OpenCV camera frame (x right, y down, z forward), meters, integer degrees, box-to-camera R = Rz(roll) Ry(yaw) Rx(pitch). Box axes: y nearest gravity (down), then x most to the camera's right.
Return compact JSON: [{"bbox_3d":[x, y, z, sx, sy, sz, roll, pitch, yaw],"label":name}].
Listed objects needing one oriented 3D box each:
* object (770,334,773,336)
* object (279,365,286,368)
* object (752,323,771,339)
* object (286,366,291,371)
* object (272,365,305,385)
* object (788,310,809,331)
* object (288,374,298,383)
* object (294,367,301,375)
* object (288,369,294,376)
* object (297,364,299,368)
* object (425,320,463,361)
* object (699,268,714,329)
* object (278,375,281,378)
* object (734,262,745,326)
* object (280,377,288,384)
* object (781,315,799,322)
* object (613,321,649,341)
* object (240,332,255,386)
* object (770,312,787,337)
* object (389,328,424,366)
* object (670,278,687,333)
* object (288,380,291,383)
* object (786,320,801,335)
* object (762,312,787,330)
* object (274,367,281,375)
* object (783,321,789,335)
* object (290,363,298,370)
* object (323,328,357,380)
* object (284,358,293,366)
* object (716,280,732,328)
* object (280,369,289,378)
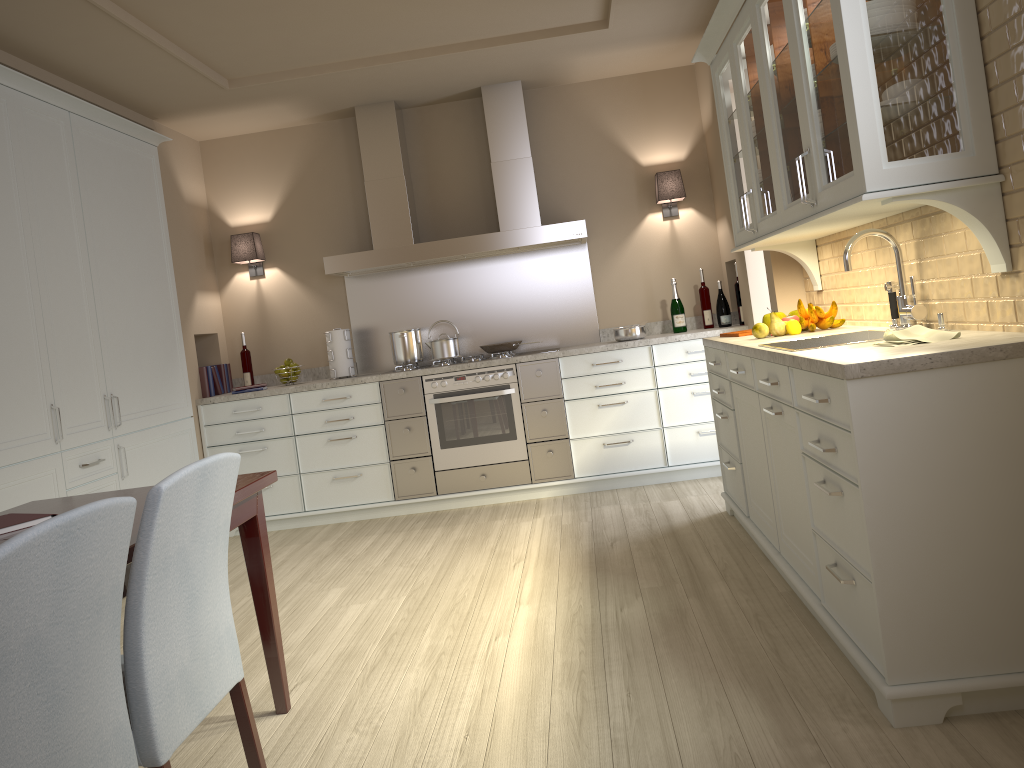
[{"bbox_3d":[1.055,-0.202,3.582,0.041,0.013,0.148,-5,5,33],"label":"object"},{"bbox_3d":[-1.413,-0.096,5.451,0.044,0.043,0.040,-7,2,19],"label":"object"},{"bbox_3d":[0.983,-0.211,3.491,0.066,0.063,0.095,-7,3,23],"label":"object"},{"bbox_3d":[-1.369,-0.093,5.424,0.040,0.038,0.040,-9,2,-25],"label":"object"},{"bbox_3d":[-1.373,-0.049,5.447,0.207,0.109,0.205,-10,4,-41],"label":"object"},{"bbox_3d":[1.186,-0.262,3.629,0.104,0.090,0.106,-9,2,-31],"label":"object"},{"bbox_3d":[-1.345,-0.037,5.433,0.061,0.056,0.059,-10,3,-41],"label":"object"},{"bbox_3d":[-1.320,-0.079,5.431,0.047,0.045,0.047,-8,2,8],"label":"object"},{"bbox_3d":[-1.346,-0.069,5.396,0.039,0.040,0.040,-8,2,-4],"label":"object"},{"bbox_3d":[-1.340,-0.101,5.472,0.050,0.054,0.055,-9,2,-26],"label":"object"},{"bbox_3d":[-0.414,-0.270,5.376,0.208,0.237,0.210,-7,2,38],"label":"object"},{"bbox_3d":[1.161,-0.514,5.316,0.061,0.366,0.062,-8,0,38],"label":"object"},{"bbox_3d":[-1.419,-0.062,5.473,0.054,0.055,0.053,-9,2,-31],"label":"object"},{"bbox_3d":[1.314,-0.518,5.074,0.061,0.366,0.062,-8,0,38],"label":"object"},{"bbox_3d":[-1.400,-0.024,5.432,0.048,0.048,0.048,-7,2,15],"label":"object"},{"bbox_3d":[1.122,-0.239,3.560,0.082,0.070,0.084,-9,2,-26],"label":"object"},{"bbox_3d":[0.749,-0.316,5.218,0.373,0.090,0.197,-11,5,-44],"label":"object"},{"bbox_3d":[-1.657,-0.142,5.516,0.061,0.366,0.062,-8,0,31],"label":"object"},{"bbox_3d":[1.040,-0.234,3.462,0.064,0.097,0.064,-8,1,0],"label":"object"},{"bbox_3d":[-0.641,-0.225,5.399,0.202,0.207,0.200,-9,2,-38],"label":"object"},{"bbox_3d":[0.985,-0.470,5.286,0.083,0.331,0.084,-8,0,33],"label":"object"},{"bbox_3d":[-1.370,-0.026,5.477,0.037,0.038,0.039,-8,2,8],"label":"object"},{"bbox_3d":[1.092,-0.218,3.427,0.056,0.066,0.053,-8,1,11],"label":"object"},{"bbox_3d":[1.095,-0.253,3.678,0.104,0.090,0.106,-7,2,11],"label":"object"},{"bbox_3d":[-1.431,-0.078,5.412,0.048,0.048,0.047,-9,2,-33],"label":"object"},{"bbox_3d":[1.079,-0.221,3.509,0.055,0.055,0.066,-9,2,-33],"label":"object"},{"bbox_3d":[-1.335,-0.109,5.407,0.047,0.045,0.047,-8,2,5],"label":"object"},{"bbox_3d":[-1.045,-0.188,5.378,0.169,0.304,0.163,-8,1,-12],"label":"object"},{"bbox_3d":[-1.377,-0.131,5.454,0.055,0.056,0.055,-8,2,4],"label":"object"},{"bbox_3d":[1.233,-0.470,5.184,0.083,0.277,0.084,-8,0,26],"label":"object"},{"bbox_3d":[-1.388,-0.065,5.398,0.058,0.058,0.058,-9,2,-29],"label":"object"}]
